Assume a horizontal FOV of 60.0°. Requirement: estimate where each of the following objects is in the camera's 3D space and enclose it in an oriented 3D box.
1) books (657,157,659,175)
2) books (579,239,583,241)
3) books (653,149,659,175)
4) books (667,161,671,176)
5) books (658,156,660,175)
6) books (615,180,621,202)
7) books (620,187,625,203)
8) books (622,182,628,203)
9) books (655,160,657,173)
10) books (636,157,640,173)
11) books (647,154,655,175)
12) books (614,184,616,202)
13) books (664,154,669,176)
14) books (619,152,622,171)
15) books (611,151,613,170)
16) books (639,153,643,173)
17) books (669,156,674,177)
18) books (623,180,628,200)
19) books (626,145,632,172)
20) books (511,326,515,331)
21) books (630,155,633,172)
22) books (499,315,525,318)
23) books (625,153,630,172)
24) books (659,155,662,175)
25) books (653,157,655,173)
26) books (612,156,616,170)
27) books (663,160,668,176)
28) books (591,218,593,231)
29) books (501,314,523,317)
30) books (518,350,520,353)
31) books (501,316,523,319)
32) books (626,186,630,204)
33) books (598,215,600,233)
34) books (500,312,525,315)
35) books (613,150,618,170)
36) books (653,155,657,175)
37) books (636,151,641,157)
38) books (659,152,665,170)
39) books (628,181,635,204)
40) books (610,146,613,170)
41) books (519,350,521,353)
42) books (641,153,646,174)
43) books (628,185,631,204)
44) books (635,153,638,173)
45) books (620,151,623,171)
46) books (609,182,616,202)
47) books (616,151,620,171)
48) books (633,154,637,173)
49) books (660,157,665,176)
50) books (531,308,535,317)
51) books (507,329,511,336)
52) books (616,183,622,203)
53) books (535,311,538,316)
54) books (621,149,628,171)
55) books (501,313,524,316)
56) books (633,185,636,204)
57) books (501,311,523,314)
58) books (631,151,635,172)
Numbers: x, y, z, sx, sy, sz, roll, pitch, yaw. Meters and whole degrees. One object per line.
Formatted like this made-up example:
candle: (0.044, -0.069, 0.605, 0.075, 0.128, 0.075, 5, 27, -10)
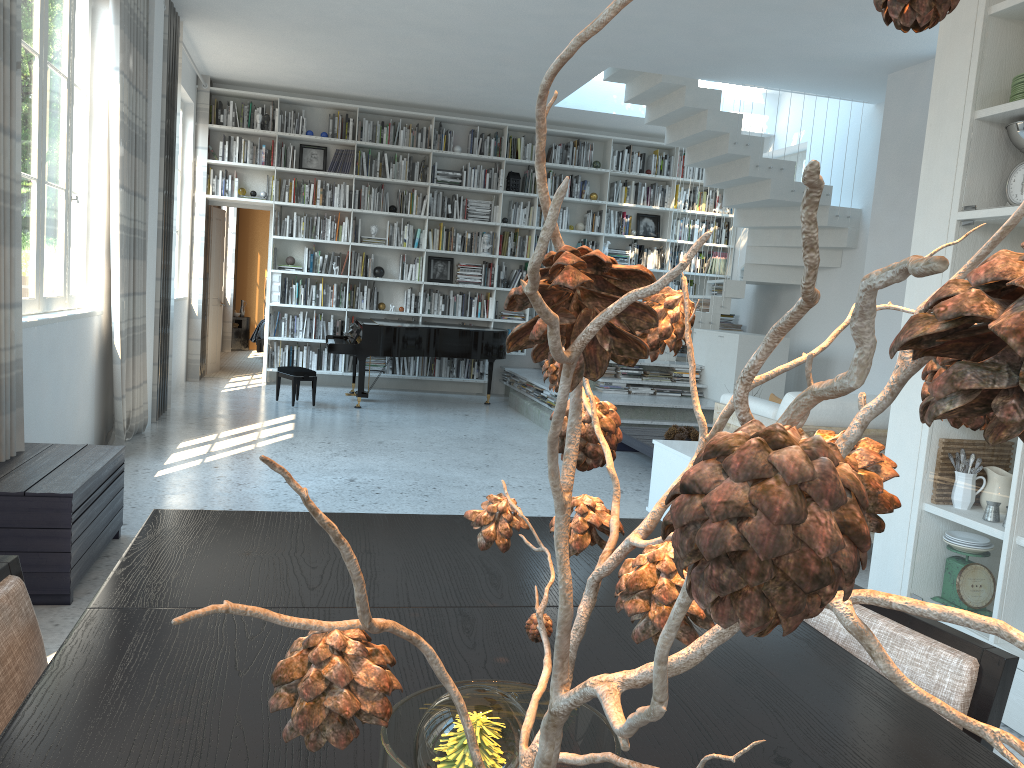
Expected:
books: (1.732, -2.610, 10.705, 0.007, 0.226, 0.170, 3, 6, -13)
books: (0.827, -1.596, 10.664, 0.016, 0.290, 0.135, 3, 7, -13)
books: (1.727, -2.658, 10.706, 0.007, 0.321, 0.165, 3, 7, -13)
books: (1.877, -2.598, 10.770, 0.031, 0.211, 0.131, 3, 6, -13)
books: (1.748, -2.621, 10.714, 0.031, 0.249, 0.164, 3, 6, -13)
books: (1.247, -2.300, 10.651, 0.051, 0.282, 0.166, 3, 7, -13)
books: (1.310, -2.258, 10.656, 0.025, 0.208, 0.175, 3, 6, -13)
books: (1.336, -2.284, 10.663, 0.026, 0.261, 0.167, 3, 6, -13)
books: (1.710, -2.630, 10.720, 0.017, 0.259, 0.135, 3, 7, -13)
books: (1.487, -2.611, 10.650, 0.024, 0.202, 0.189, 3, 6, -13)
books: (1.666, -2.628, 10.687, 0.019, 0.256, 0.169, 3, 6, -13)
books: (1.214, -2.279, 10.646, 0.013, 0.237, 0.141, 3, 7, -13)
books: (1.853, -2.632, 10.754, 0.025, 0.280, 0.136, 3, 7, -13)
books: (1.262, -2.639, 10.605, 0.024, 0.231, 0.168, 3, 6, -13)
books: (1.170, -2.662, 10.595, 0.014, 0.264, 0.140, 3, 7, -13)
books: (1.531, -2.637, 10.680, 0.012, 0.254, 0.160, 3, 6, -13)
books: (1.911, -2.620, 10.752, 0.026, 0.263, 0.162, 3, 6, -13)
books: (1.353, -2.301, 10.673, 0.011, 0.297, 0.162, 3, 7, -13)
books: (1.389, -2.682, 10.619, 0.014, 0.332, 0.180, 3, 7, -13)
books: (-0.001, -0.534, 10.519, 0.032, 0.300, 0.148, 3, 7, -13)
books: (1.401, -2.628, 10.653, 0.030, 0.221, 0.133, 3, 7, -13)
books: (-0.001, -0.801, 10.510, 0.285, 0.012, 0.159, 3, 6, -10)
books: (1.361, -2.634, 10.630, 0.030, 0.231, 0.148, 3, 6, -13)
books: (1.769, -2.626, 10.734, 0.017, 0.257, 0.146, 3, 7, -13)
books: (1.677, -2.611, 10.695, 0.008, 0.221, 0.182, 3, 6, -13)
books: (1.191, -2.617, 10.576, 0.022, 0.182, 0.189, 3, 6, -13)
books: (1.828, -2.597, 10.735, 0.029, 0.210, 0.169, 3, 6, -13)
books: (0.939, -1.927, 10.654, 0.011, 0.228, 0.131, 3, 7, -13)
books: (-0.001, -0.814, 10.513, 0.254, 0.012, 0.160, 4, 6, -8)
books: (0.072, -0.484, 10.515, 0.011, 0.212, 0.178, 3, 6, -13)
books: (-0.002, -0.789, 10.514, 0.254, 0.012, 0.160, 4, 6, -7)
books: (1.370, -2.264, 10.682, 0.030, 0.224, 0.157, 3, 6, -13)
books: (1.021, -1.917, 10.657, 0.013, 0.221, 0.155, 3, 6, -13)
books: (0.002, -0.838, 10.508, 0.285, 0.012, 0.159, 4, 6, -9)
books: (1.214, -2.651, 10.589, 0.025, 0.251, 0.177, 3, 6, -13)
books: (1.697, -2.626, 10.703, 0.016, 0.252, 0.188, 3, 6, -13)
books: (1.502, -2.652, 10.675, 0.012, 0.279, 0.153, 3, 7, -13)
books: (1.806, -2.644, 10.738, 0.020, 0.299, 0.131, 3, 7, -13)
books: (1.425, -2.292, 10.684, 0.026, 0.288, 0.156, 3, 7, -13)
books: (1.153, -2.677, 10.580, 0.028, 0.294, 0.150, 3, 7, -13)
books: (0.089, -0.520, 10.521, 0.021, 0.285, 0.172, 3, 6, -13)
books: (1.554, -2.637, 10.672, 0.030, 0.258, 0.164, 3, 6, -13)
books: (1.394, -2.270, 10.701, 0.024, 0.236, 0.146, 3, 6, -13)
books: (1.465, -2.640, 10.655, 0.021, 0.254, 0.151, 3, 7, -13)
books: (1.284, -2.649, 10.626, 0.027, 0.250, 0.139, 3, 7, -13)
books: (1.202, -2.289, 10.644, 0.012, 0.254, 0.160, 3, 6, -13)
books: (1.240, -2.645, 10.590, 0.026, 0.242, 0.184, 3, 6, -13)
books: (1.445, -2.631, 10.643, 0.022, 0.236, 0.172, 3, 6, -13)
books: (1.789, -2.611, 10.718, 0.018, 0.235, 0.186, 3, 6, -13)
books: (0.254, -0.877, 10.616, 0.012, 0.254, 0.160, 3, 6, -13)
books: (-0.044, -0.518, 10.501, 0.005, 0.264, 0.162, 3, 6, -13)
books: (1.281, -2.283, 10.670, 0.026, 0.251, 0.130, 3, 7, -13)
books: (0.276, -0.878, 10.600, 0.023, 0.263, 0.186, 3, 6, -13)
books: (1.326, -2.659, 10.617, 0.048, 0.278, 0.149, 3, 7, -13)
books: (0.002, -0.825, 10.501, 0.254, 0.012, 0.160, 3, 6, -13)
books: (1.445, -2.268, 10.702, 0.025, 0.239, 0.142, 3, 7, -13)
books: (0.003, -0.849, 10.500, 0.254, 0.012, 0.160, 4, 6, -4)
books: (1.428, -2.645, 10.636, 0.014, 0.262, 0.168, 3, 6, -13)
